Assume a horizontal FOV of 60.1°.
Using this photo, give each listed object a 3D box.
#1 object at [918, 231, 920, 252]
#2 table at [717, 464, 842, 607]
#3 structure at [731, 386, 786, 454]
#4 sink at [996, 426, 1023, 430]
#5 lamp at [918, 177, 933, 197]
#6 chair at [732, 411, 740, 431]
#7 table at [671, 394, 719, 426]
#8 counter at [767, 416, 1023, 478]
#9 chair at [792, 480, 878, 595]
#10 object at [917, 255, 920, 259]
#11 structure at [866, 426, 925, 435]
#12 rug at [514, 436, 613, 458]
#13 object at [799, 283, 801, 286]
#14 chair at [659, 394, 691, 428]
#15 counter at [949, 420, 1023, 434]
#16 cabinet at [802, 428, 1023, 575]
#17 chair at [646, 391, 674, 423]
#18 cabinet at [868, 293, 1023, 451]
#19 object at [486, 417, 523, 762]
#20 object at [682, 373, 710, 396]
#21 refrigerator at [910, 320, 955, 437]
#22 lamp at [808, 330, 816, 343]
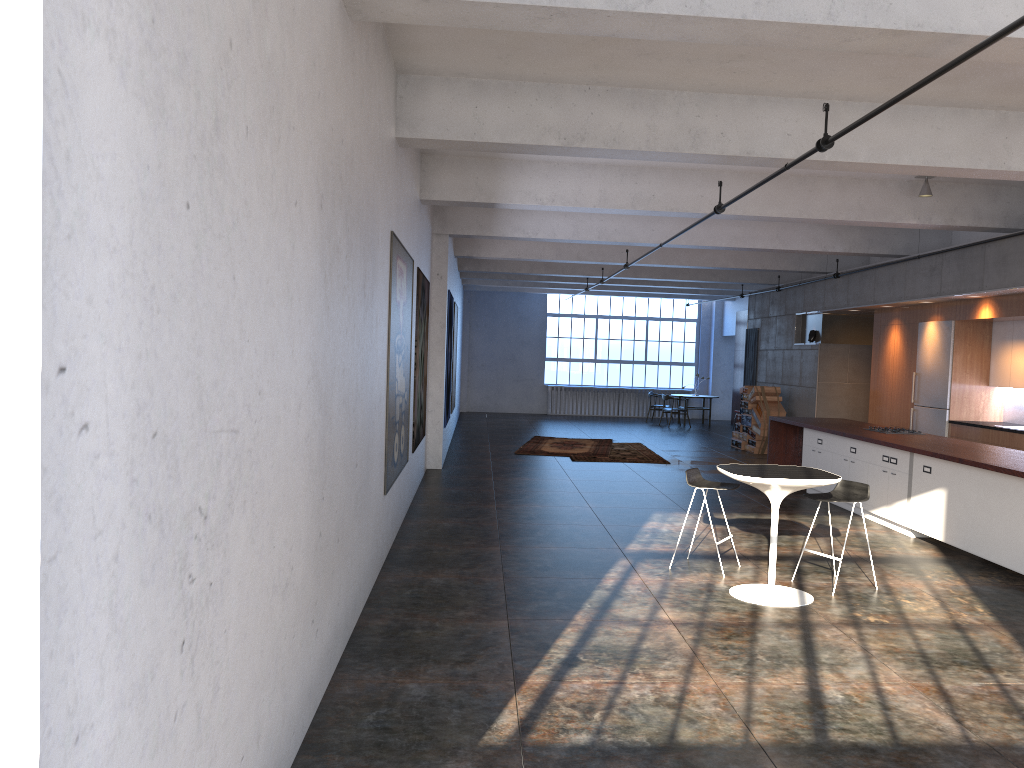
[{"bbox_3d":[6.615,0.519,10.188,0.050,0.053,0.065,4,3,34],"label":"object"},{"bbox_3d":[1.979,1.132,6.686,0.831,0.952,0.826,2,3,-3],"label":"table"},{"bbox_3d":[4.890,0.677,17.723,0.640,1.316,1.906,2,2,-2],"label":"structure"},{"bbox_3d":[6.494,0.656,11.118,0.524,0.192,0.726,2,2,-3],"label":"sink"},{"bbox_3d":[4.767,-2.273,10.193,0.152,0.216,0.159,4,3,34],"label":"lamp"},{"bbox_3d":[5.801,0.745,21.766,0.658,0.989,0.426,2,3,-4],"label":"chair"},{"bbox_3d":[4.996,0.746,24.263,1.281,0.852,1.337,4,3,40],"label":"table"},{"bbox_3d":[4.528,1.102,10.028,1.145,0.972,6.631,2,2,-2],"label":"counter"},{"bbox_3d":[2.588,1.231,7.063,0.514,0.896,0.455,1,3,-26],"label":"chair"},{"bbox_3d":[6.652,0.525,10.147,0.052,0.053,0.062,2,2,4],"label":"object"},{"bbox_3d":[4.722,0.587,10.948,0.513,0.072,0.637,2,2,-3],"label":"structure"},{"bbox_3d":[1.090,1.190,17.183,1.868,0.048,3.535,2,2,7],"label":"rug"},{"bbox_3d":[6.690,0.538,10.207,0.061,0.053,0.052,4,3,40],"label":"object"},{"bbox_3d":[4.284,0.705,23.247,0.681,0.865,0.718,1,3,-16],"label":"chair"},{"bbox_3d":[7.000,0.633,10.245,1.611,0.039,4.443,2,2,-2],"label":"counter"},{"bbox_3d":[4.538,1.153,9.420,0.924,0.931,5.627,2,2,-2],"label":"cabinet"},{"bbox_3d":[4.124,0.651,24.638,0.662,0.865,0.738,3,3,23],"label":"chair"},{"bbox_3d":[7.367,0.202,10.995,2.386,2.565,8.076,2,2,-2],"label":"cabinet"},{"bbox_3d":[5.346,1.653,13.151,19.801,0.001,27.100,2,2,-3],"label":"object"},{"bbox_3d":[5.026,0.005,24.209,0.775,0.625,0.239,2,3,-2],"label":"object"},{"bbox_3d":[6.152,0.193,12.880,0.221,2.193,0.950,2,3,-5],"label":"refrigerator"},{"bbox_3d":[5.603,-0.875,16.486,0.215,0.259,0.168,1,3,-22],"label":"lamp"}]
